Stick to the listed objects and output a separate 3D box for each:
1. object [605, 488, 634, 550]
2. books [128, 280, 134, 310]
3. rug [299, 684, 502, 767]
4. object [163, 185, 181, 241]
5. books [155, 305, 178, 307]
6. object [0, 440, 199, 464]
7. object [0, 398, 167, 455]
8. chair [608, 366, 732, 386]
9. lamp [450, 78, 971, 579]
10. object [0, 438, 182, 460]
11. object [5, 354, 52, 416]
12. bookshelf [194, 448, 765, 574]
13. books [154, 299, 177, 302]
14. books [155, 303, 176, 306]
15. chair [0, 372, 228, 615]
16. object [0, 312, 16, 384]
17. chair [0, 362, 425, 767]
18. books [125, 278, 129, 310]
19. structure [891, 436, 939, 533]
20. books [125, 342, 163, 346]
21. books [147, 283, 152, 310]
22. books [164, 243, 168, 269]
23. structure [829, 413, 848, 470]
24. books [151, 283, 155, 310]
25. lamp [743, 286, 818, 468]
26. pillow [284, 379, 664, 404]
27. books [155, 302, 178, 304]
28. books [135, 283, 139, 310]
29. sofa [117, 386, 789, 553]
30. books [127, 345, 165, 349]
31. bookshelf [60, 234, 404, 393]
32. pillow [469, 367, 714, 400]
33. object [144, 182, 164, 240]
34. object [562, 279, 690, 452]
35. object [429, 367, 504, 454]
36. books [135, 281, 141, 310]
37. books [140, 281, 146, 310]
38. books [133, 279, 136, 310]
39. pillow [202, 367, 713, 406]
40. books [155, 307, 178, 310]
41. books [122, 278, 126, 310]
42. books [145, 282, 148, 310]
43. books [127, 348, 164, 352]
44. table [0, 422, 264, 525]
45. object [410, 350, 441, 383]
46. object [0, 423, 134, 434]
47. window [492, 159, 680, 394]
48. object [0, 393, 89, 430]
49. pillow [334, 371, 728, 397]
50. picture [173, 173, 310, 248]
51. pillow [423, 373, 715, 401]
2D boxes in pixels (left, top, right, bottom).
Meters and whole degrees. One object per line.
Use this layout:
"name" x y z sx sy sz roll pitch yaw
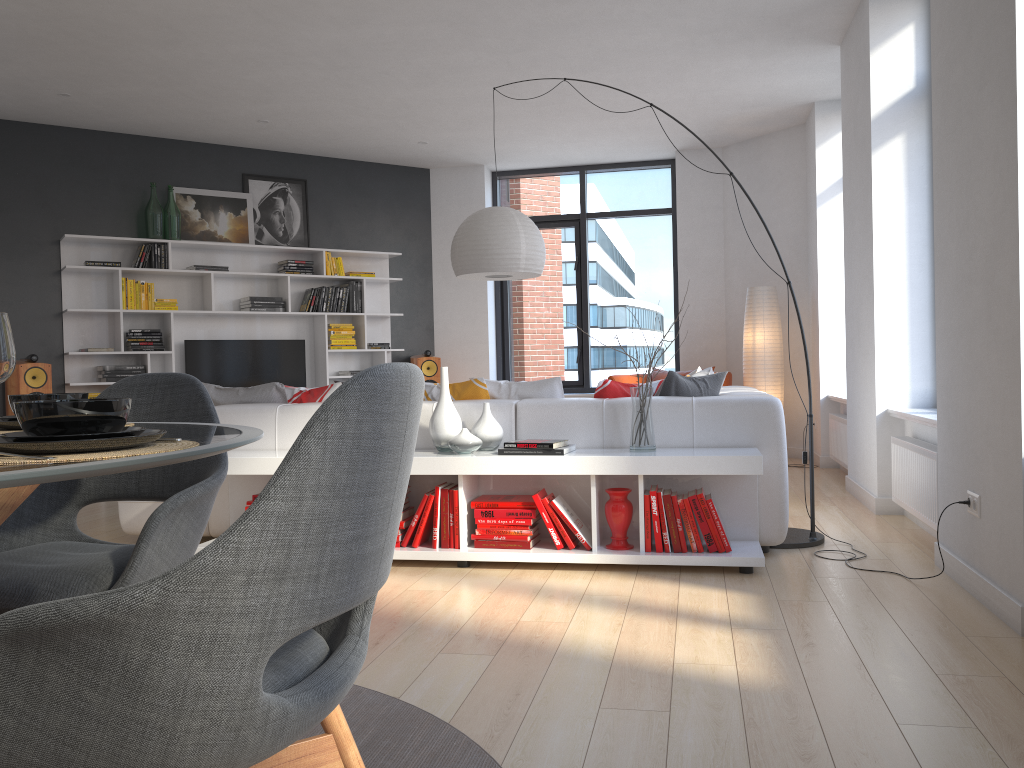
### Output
"object" 0.473 0.594 3.913 0.125 0.258 0.125 -2 1 -11
"books" -3.259 -0.749 7.541 0.044 0.255 0.198 -2 1 -33
"rug" -1.177 0.881 1.474 2.499 0.010 2.499 -2 1 -15
"object" -2.979 -1.486 7.760 0.157 0.507 0.157 -2 1 -20
"books" -3.013 -0.670 7.691 0.196 0.011 0.148 -2 1 -33
"object" -0.661 0.100 1.335 0.360 0.002 0.360 -2 1 -36
"object" -0.660 0.061 1.340 0.258 0.074 0.258 -1 1 31
"chair" 1.476 0.272 8.140 0.896 0.858 0.843 0 1 44
"lamp" 0.836 -0.544 4.664 0.710 2.647 3.199 -2 1 -42
"object" -0.669 0.092 1.346 0.206 0.015 0.309 -1 1 16
"object" -3.869 0.310 7.072 0.434 1.088 0.290 -1 1 42
"bookshelf" -0.201 0.566 4.081 2.600 0.500 0.356 -1 1 12
"books" -3.021 -0.719 7.695 0.186 0.026 0.138 -2 1 -33
"books" -3.007 -0.684 7.671 0.169 0.018 0.113 -2 1 -32
"chair" -0.996 0.422 2.055 0.655 0.891 0.619 -1 1 18
"object" -0.861 -0.007 1.457 0.083 0.220 0.083 -2 1 -28
"chair" -0.429 0.422 1.275 0.619 0.891 0.655 -1 1 13
"books" -3.286 -0.755 7.518 0.025 0.270 0.213 -2 1 -33
"structure" 2.031 0.526 4.355 0.110 0.460 1.015 -1 1 12
"books" -3.156 -0.342 7.611 0.266 0.030 0.209 -2 1 -35
"books" -3.131 -0.743 7.621 0.024 0.234 0.172 -2 1 -33
"books" -3.011 -1.095 7.681 0.019 0.230 0.174 -2 1 -33
"structure" 2.498 0.474 6.610 0.110 0.460 1.015 -1 1 12
"books" -3.111 -0.744 7.638 0.024 0.234 0.172 -2 1 -33
"lamp" 2.284 -0.084 7.679 0.502 1.550 0.804 -2 1 -28
"pillow" -0.240 0.196 4.760 2.250 0.449 0.575 -1 1 9
"books" -3.010 -0.699 7.687 0.187 0.014 0.134 -2 1 -33
"books" -3.208 -0.736 7.553 0.024 0.229 0.156 -2 1 -34
"sofa" -0.157 0.422 5.585 3.424 0.732 2.614 -1 1 12
"books" -3.140 -0.314 7.600 0.270 0.025 0.189 -2 1 -34
"bookshelf" -2.363 -0.226 8.042 3.000 2.052 0.455 -2 1 -33
"pillow" 0.630 0.134 5.390 0.580 0.456 2.156 -1 1 38
"object" -3.078 -1.481 7.627 0.157 0.507 0.157 -2 1 -20
"object" 0.586 -0.072 3.883 0.607 0.744 0.406 -2 1 -38
"object" -0.233 0.117 4.137 0.316 0.398 0.319 -1 1 36
"books" -3.201 -0.749 7.579 0.019 0.251 0.180 -2 1 -33
"books" -3.177 -0.750 7.592 0.035 0.250 0.185 -2 1 -33
"books" -3.235 -0.752 7.560 0.015 0.263 0.199 -2 1 -33
"pillow" -0.268 0.160 5.104 2.953 0.453 0.647 -1 1 -1
"books" -3.011 -0.647 7.688 0.190 0.033 0.147 -2 1 -33
"books" -3.304 -0.754 7.496 0.029 0.270 0.204 -2 1 -33
"books" -3.153 -0.745 7.610 0.023 0.239 0.169 -2 1 -33
"books" -3.139 -0.289 7.598 0.263 0.026 0.189 -2 1 -35
"table" -1.177 0.493 1.465 1.499 0.764 1.499 -1 1 1
"object" -0.881 0.202 9.025 0.290 1.088 0.434 -2 1 -18
"object" -1.035 0.098 1.971 0.360 0.002 0.360 -2 1 -36
"window" 0.783 -1.104 9.437 1.960 2.402 0.170 -1 1 12
"object" -1.033 0.059 1.981 0.258 0.074 0.258 -2 1 -8
"pillow" 0.081 0.162 4.702 2.120 0.436 0.608 -1 1 7
"picture" -2.494 -1.601 8.202 1.279 0.707 0.076 -2 1 -33
"pillow" 0.386 0.162 5.186 2.095 0.440 0.630 -2 1 -31
